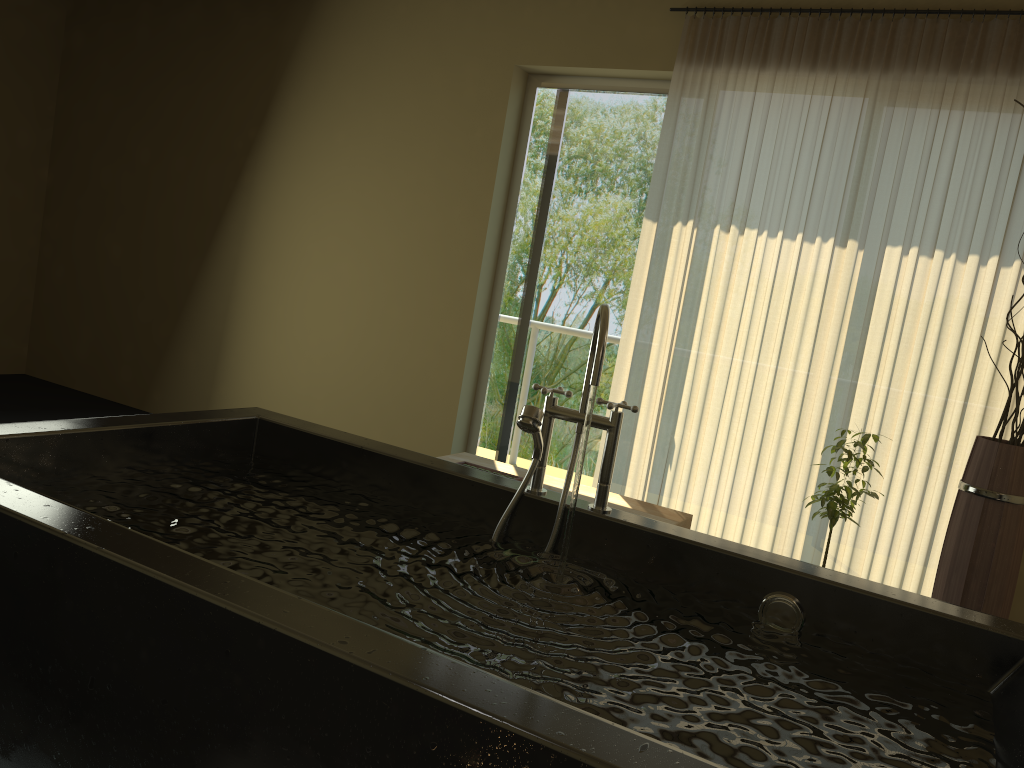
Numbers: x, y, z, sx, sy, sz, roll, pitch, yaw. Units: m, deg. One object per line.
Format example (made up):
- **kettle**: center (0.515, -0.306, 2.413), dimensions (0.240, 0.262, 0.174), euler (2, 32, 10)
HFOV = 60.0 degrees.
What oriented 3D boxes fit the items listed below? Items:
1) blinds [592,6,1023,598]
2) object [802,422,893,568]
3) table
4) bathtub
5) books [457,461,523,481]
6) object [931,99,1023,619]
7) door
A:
- **blinds**: center (1.369, -0.292, 3.797), dimensions (1.946, 2.576, 0.064), euler (12, 6, 26)
- **object**: center (1.159, 0.597, 3.217), dimensions (0.266, 0.928, 0.243), euler (7, 6, -25)
- **table**: center (0.116, 0.634, 3.713), dimensions (1.126, 0.399, 0.513), euler (13, 7, 27)
- **bathtub**: center (-0.062, 0.410, 1.590), dimensions (2.135, 1.160, 1.068), euler (13, 7, 27)
- **books**: center (-0.124, 0.377, 3.754), dimensions (0.294, 0.014, 0.181), euler (13, 7, 27)
- **object**: center (1.686, 0.081, 2.999), dimensions (0.462, 2.177, 0.468), euler (8, 6, -13)
- **door**: center (0.351, -0.389, 4.568), dimensions (1.039, 2.330, 0.063), euler (12, 6, 25)
